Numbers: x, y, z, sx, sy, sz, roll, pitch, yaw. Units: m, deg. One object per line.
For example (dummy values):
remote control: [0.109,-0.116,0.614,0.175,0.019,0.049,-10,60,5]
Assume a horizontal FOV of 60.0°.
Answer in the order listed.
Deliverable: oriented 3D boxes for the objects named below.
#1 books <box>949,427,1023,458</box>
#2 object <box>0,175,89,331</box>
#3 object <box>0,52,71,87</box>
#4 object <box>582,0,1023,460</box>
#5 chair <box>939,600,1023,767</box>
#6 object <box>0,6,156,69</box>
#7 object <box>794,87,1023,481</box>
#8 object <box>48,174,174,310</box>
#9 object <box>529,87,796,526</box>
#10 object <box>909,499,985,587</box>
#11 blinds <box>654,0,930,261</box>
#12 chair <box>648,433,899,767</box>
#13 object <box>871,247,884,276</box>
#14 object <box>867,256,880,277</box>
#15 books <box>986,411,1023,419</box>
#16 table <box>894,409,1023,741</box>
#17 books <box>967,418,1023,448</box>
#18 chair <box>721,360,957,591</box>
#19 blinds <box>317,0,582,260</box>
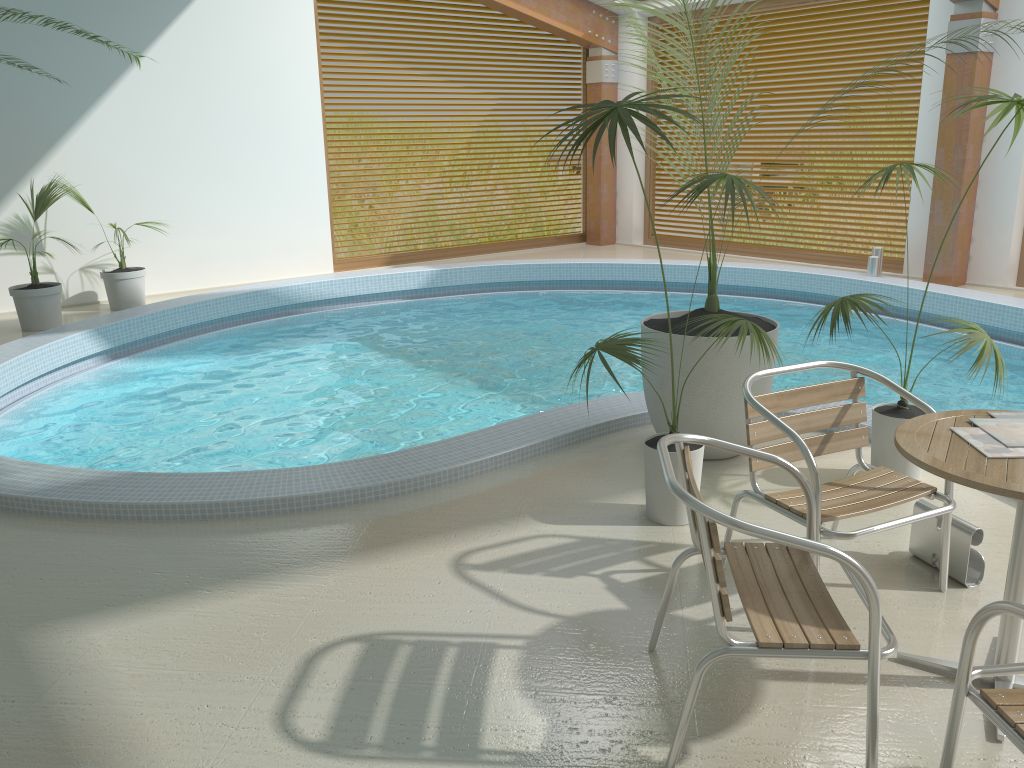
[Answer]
books: [1.318,0.157,2.398,0.166,0.004,0.241,0,16,3]
object: [-4.049,-1.131,7.608,0.822,1.310,1.067,-1,16,2]
object: [-4.817,-1.510,5.955,2.979,2.960,2.729,9,19,31]
object: [1.084,-1.075,3.975,2.979,2.960,2.729,-7,17,-20]
chair: [1.304,0.695,1.788,0.618,0.727,0.563,-3,16,-5]
object: [-3.498,-0.995,4.029,2.979,2.960,2.729,4,16,17]
object: [1.816,-0.390,3.841,1.059,1.695,0.791,11,20,38]
object: [-3.722,-1.355,8.381,1.067,1.310,0.822,-9,17,-25]
object: [0.602,-0.243,3.410,1.059,1.695,0.791,-2,16,-2]
object: [1.563,0.565,3.182,0.081,0.223,0.272,-6,16,-17]
blinds: [3.265,-3.052,10.844,0.095,2.921,4.200,-13,20,-36]
chair: [0.674,0.543,2.375,0.563,0.727,0.618,0,16,4]
object: [3.853,-1.279,9.371,0.115,0.320,0.115,2,16,11]
object: [3.684,-1.204,9.037,0.115,0.204,0.115,0,16,3]
books: [1.493,0.116,2.530,0.166,0.004,0.241,0,16,3]
table: [1.401,0.518,2.446,0.700,0.720,0.700,-6,17,-18]
books: [1.401,0.133,2.460,0.166,0.004,0.241,0,16,3]
chair: [1.121,0.346,3.039,0.618,0.727,0.563,-9,17,-24]
blinds: [-0.730,-3.738,11.511,4.500,4.025,0.099,-13,20,-36]
